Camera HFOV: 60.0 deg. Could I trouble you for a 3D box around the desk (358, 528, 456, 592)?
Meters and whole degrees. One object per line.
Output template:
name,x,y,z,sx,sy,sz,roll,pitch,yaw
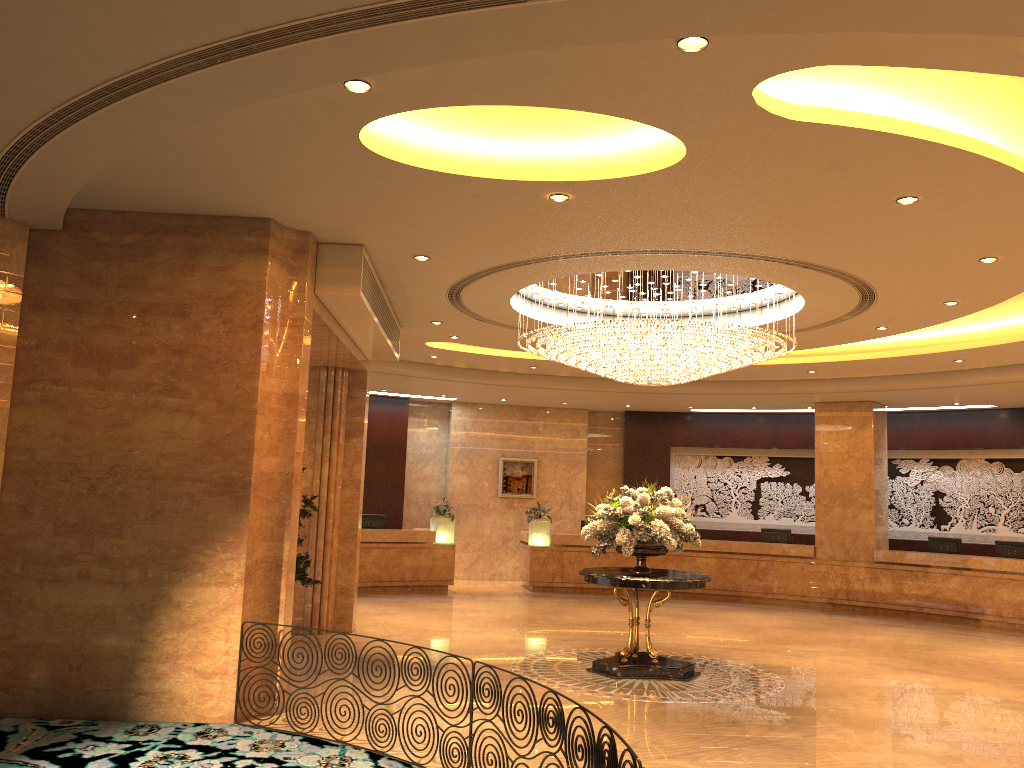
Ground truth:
desk,-3.422,3.318,16.764,5.227,1.155,1.570,8,-9,-37

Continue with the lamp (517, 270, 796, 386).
lamp,1.667,-0.574,10.436,3.206,1.196,3.204,-3,-9,35

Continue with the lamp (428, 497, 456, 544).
lamp,-1.412,2.730,17.780,0.570,0.923,0.580,3,-7,-5

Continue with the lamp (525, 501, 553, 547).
lamp,0.551,2.878,18.342,0.577,0.925,0.542,2,-7,0

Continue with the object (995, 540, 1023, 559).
object,8.804,3.013,15.561,0.430,0.500,0.531,2,-7,1

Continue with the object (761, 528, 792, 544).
object,5.398,3.205,18.117,0.430,0.500,0.531,6,-8,-30

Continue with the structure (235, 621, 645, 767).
structure,-1.421,1.920,2.996,3.815,0.995,7.624,0,-8,16

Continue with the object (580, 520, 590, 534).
object,1.750,3.150,18.804,0.531,0.500,0.430,-3,-9,35

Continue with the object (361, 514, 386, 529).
object,-2.922,2.804,17.385,0.918,0.500,0.397,5,-8,-20

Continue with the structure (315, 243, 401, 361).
structure,-1.693,-0.817,10.306,0.425,0.483,4.113,2,-7,-2

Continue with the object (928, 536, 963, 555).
object,8.020,3.090,16.406,0.430,0.500,0.531,3,-7,-5

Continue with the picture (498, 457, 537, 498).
picture,0.134,2.145,20.258,0.875,0.890,0.068,4,-7,-11

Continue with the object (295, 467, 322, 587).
object,-3.013,1.977,10.864,1.250,2.363,0.843,5,-8,-21

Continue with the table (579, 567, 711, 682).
table,1.484,2.684,10.019,1.493,1.089,1.493,3,-7,-8

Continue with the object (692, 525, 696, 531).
object,3.555,3.201,18.656,0.430,0.500,0.531,9,-10,-41

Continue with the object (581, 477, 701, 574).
object,1.504,1.653,10.179,1.277,0.999,1.318,-2,-8,28

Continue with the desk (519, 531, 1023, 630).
desk,6.064,3.639,16.398,12.951,1.155,3.466,-2,-9,32
